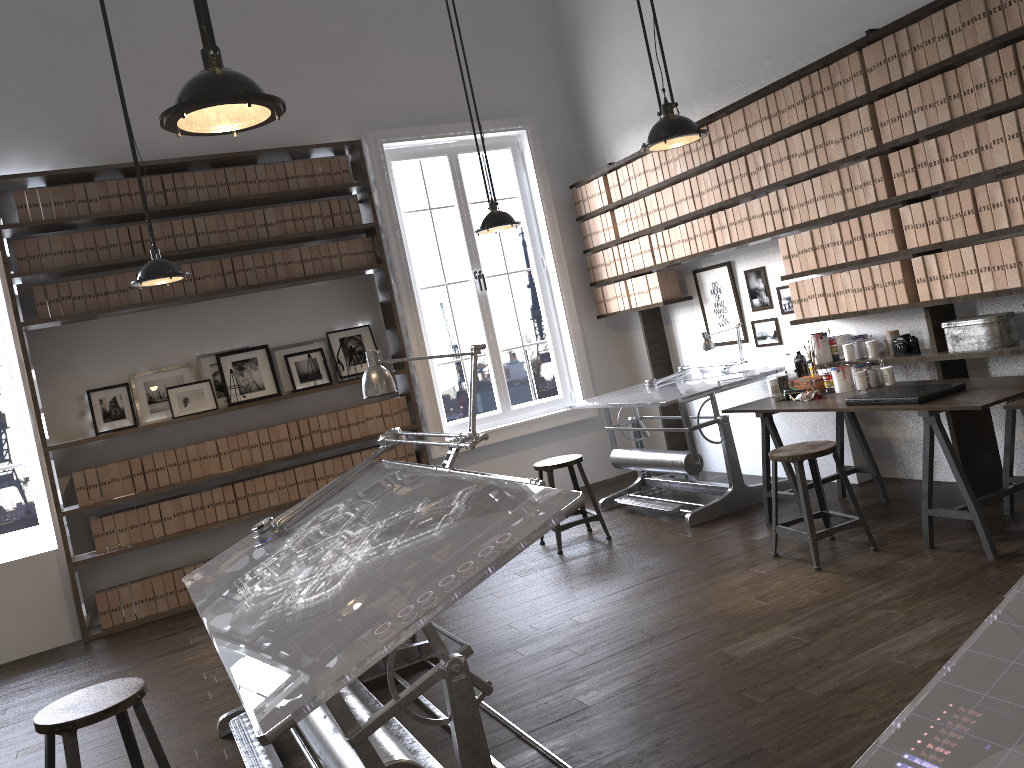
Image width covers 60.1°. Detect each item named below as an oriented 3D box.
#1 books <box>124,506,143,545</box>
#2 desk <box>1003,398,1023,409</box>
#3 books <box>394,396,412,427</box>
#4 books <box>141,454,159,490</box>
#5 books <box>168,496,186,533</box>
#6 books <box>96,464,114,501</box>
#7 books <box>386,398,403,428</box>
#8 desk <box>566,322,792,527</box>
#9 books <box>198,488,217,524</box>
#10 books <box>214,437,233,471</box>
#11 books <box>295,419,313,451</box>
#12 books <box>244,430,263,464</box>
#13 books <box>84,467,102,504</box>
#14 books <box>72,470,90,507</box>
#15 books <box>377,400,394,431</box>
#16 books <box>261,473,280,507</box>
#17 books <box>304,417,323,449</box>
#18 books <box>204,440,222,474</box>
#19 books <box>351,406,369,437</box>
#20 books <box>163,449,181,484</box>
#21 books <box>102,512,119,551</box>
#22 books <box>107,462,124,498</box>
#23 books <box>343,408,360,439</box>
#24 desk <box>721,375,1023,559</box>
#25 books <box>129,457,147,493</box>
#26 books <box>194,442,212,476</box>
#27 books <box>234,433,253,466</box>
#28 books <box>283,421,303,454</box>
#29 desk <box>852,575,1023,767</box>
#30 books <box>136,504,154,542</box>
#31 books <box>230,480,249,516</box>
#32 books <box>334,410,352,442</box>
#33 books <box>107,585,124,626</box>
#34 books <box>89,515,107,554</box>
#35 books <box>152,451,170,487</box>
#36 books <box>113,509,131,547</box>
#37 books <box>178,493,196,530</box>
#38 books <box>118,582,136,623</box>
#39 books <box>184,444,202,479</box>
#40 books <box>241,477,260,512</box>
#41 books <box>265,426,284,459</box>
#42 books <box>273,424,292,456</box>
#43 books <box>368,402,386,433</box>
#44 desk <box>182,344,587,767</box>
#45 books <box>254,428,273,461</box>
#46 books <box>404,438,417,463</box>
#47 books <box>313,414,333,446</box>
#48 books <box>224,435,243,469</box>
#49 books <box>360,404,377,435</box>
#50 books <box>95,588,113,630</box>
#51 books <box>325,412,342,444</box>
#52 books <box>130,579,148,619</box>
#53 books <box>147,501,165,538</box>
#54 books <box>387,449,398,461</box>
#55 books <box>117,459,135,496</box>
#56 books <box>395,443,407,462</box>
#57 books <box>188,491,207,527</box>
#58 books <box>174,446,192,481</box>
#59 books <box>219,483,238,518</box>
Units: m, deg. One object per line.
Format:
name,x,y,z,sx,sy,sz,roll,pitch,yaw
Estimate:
books,-2.527,0.943,5.911,0.067,0.225,0.174,-12,1,-25
desk,2.638,0.311,2.871,0.658,0.669,1.663,-13,3,-25
books,-0.843,0.210,6.739,0.067,0.226,0.174,-12,1,-25
books,-2.446,0.592,5.980,0.067,0.225,0.174,-12,1,-25
books,-2.282,0.884,6.025,0.067,0.225,0.174,-12,1,-25
books,-2.690,0.651,5.856,0.067,0.226,0.174,-12,1,-25
books,-0.903,0.224,6.717,0.067,0.225,0.174,-12,1,-25
desk,1.156,0.233,5.937,1.075,1.097,1.265,-13,2,-25
books,-2.101,0.841,6.113,0.067,0.225,0.174,-12,1,-25
books,-2.017,0.490,6.179,0.067,0.226,0.174,-12,1,-25
books,-1.513,0.370,6.419,0.067,0.226,0.174,-12,1,-25
books,-1.831,0.446,6.270,0.067,0.225,0.174,-12,1,-25
books,-2.754,0.666,5.826,0.067,0.225,0.174,-12,1,-25
books,-2.819,0.682,5.798,0.067,0.225,0.174,-12,1,-25
books,-0.964,0.239,6.686,0.067,0.225,0.174,-12,1,-25
books,-1.719,0.750,6.292,0.067,0.225,0.174,-12,1,-25
books,-1.449,0.354,6.456,0.067,0.225,0.174,-12,1,-25
books,-2.081,0.506,6.150,0.067,0.225,0.174,-12,1,-25
books,-1.141,0.281,6.601,0.067,0.225,0.174,-12,1,-25
books,-2.320,0.562,6.039,0.067,0.225,0.174,-12,1,-25
books,-2.650,0.972,5.844,0.067,0.225,0.174,-12,1,-25
books,-2.635,0.638,5.887,0.067,0.225,0.174,-12,1,-25
books,-1.198,0.295,6.569,0.067,0.226,0.174,-12,1,-25
desk,1.906,0.378,4.469,0.658,0.669,1.663,-13,3,-25
books,-2.510,0.608,5.943,0.067,0.226,0.174,-12,1,-25
books,-2.138,0.519,6.125,0.067,0.225,0.174,-12,1,-25
books,-1.895,0.461,6.244,0.067,0.225,0.174,-12,1,-25
books,-1.581,0.386,6.393,0.067,0.225,0.174,-12,1,-25
desk,0.854,0.474,0.058,1.081,1.386,2.062,-13,2,-25
books,-2.464,0.928,5.939,0.067,0.225,0.174,-12,1,-25
books,-1.906,0.795,6.201,0.067,0.226,0.174,-12,1,-25
books,-1.260,0.309,6.546,0.067,0.225,0.174,-12,1,-25
books,-2.608,1.457,5.824,0.067,0.225,0.174,-12,1,-25
books,-2.714,0.988,5.813,0.067,0.226,0.174,-12,1,-25
books,-2.381,0.577,6.006,0.067,0.225,0.174,-12,1,-25
books,-2.587,0.957,5.878,0.067,0.225,0.174,-12,1,-25
books,-2.221,0.870,6.050,0.067,0.226,0.174,-12,1,-25
books,-2.544,1.442,5.850,0.067,0.226,0.174,-12,1,-25
books,-2.195,0.533,6.093,0.067,0.226,0.174,-12,1,-25
books,-1.843,0.780,6.237,0.067,0.225,0.174,-12,1,-25
books,-1.702,0.415,6.328,0.067,0.226,0.174,-12,1,-25
books,-1.647,0.402,6.359,0.067,0.225,0.174,-12,1,-25
books,-1.025,0.254,6.653,0.067,0.226,0.174,-12,1,-25
desk,-0.536,0.601,3.095,1.081,1.386,2.273,-13,2,-25
books,-1.766,0.430,6.297,0.067,0.225,0.174,-12,1,-25
books,-0.794,0.530,6.733,0.067,0.225,0.174,-12,1,-25
books,-1.384,0.339,6.482,0.067,0.225,0.174,-12,1,-25
books,-1.956,0.475,6.213,0.067,0.225,0.174,-12,1,-25
books,-1.084,0.268,6.626,0.067,0.225,0.174,-12,1,-25
books,-2.670,1.472,5.796,0.067,0.225,0.174,-12,1,-25
books,-1.323,0.324,6.516,0.067,0.225,0.174,-12,1,-25
books,-2.480,1.427,5.882,0.067,0.225,0.174,-12,1,-25
books,-2.400,0.913,5.965,0.067,0.226,0.174,-12,1,-25
books,-0.921,0.560,6.677,0.067,0.225,0.174,-12,1,-25
books,-2.578,0.624,5.917,0.067,0.225,0.174,-12,1,-25
books,-0.858,0.545,6.707,0.067,0.225,0.174,-12,1,-25
books,-2.163,0.856,6.083,0.067,0.225,0.174,-12,1,-25
books,-2.257,0.547,6.069,0.067,0.225,0.174,-12,1,-25
books,-1.975,0.811,6.174,0.067,0.225,0.174,-12,1,-25
